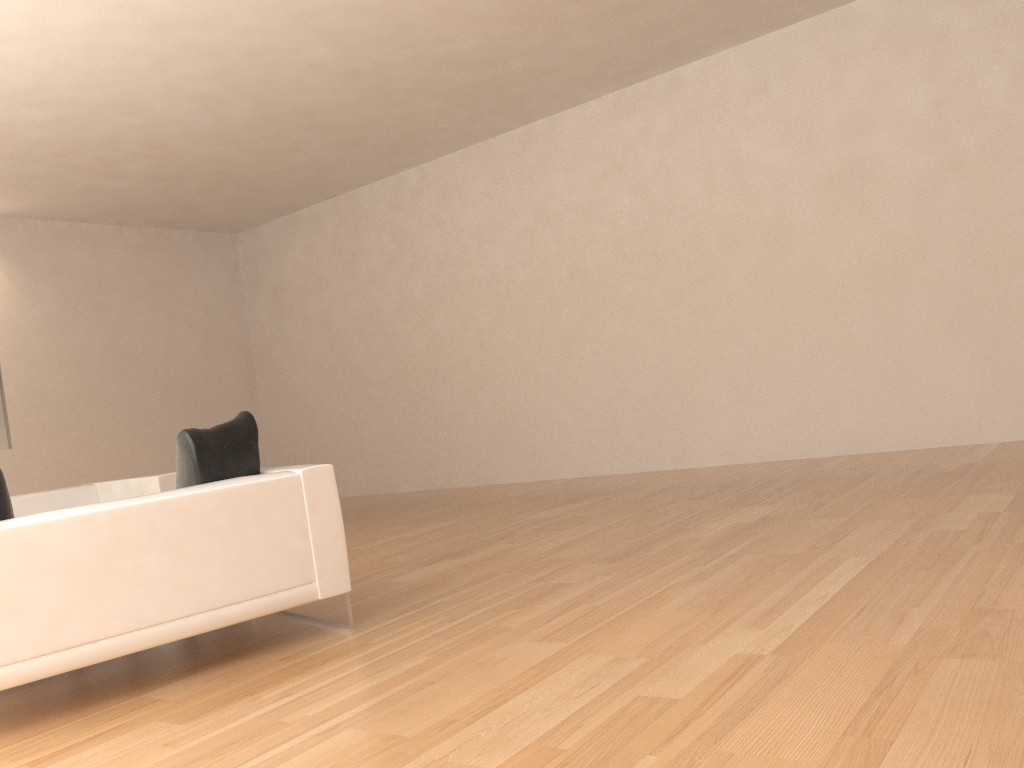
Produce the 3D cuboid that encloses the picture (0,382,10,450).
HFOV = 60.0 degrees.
[{"bbox_3d":[-5.743,0.187,9.305,0.005,1.155,0.802,-9,-1,36],"label":"picture"}]

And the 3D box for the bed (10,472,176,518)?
[{"bbox_3d":[-3.891,1.242,6.263,1.262,0.761,3.075,-9,-1,36],"label":"bed"}]

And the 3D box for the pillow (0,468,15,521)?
[{"bbox_3d":[-2.203,0.586,3.559,0.660,0.598,0.291,-9,-1,25],"label":"pillow"}]

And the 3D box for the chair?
[{"bbox_3d":[-1.769,0.875,3.935,1.671,0.761,1.262,-8,-1,-39],"label":"chair"}]

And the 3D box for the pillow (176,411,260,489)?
[{"bbox_3d":[-1.365,0.476,4.129,0.324,0.666,0.506,-9,-1,26],"label":"pillow"}]
